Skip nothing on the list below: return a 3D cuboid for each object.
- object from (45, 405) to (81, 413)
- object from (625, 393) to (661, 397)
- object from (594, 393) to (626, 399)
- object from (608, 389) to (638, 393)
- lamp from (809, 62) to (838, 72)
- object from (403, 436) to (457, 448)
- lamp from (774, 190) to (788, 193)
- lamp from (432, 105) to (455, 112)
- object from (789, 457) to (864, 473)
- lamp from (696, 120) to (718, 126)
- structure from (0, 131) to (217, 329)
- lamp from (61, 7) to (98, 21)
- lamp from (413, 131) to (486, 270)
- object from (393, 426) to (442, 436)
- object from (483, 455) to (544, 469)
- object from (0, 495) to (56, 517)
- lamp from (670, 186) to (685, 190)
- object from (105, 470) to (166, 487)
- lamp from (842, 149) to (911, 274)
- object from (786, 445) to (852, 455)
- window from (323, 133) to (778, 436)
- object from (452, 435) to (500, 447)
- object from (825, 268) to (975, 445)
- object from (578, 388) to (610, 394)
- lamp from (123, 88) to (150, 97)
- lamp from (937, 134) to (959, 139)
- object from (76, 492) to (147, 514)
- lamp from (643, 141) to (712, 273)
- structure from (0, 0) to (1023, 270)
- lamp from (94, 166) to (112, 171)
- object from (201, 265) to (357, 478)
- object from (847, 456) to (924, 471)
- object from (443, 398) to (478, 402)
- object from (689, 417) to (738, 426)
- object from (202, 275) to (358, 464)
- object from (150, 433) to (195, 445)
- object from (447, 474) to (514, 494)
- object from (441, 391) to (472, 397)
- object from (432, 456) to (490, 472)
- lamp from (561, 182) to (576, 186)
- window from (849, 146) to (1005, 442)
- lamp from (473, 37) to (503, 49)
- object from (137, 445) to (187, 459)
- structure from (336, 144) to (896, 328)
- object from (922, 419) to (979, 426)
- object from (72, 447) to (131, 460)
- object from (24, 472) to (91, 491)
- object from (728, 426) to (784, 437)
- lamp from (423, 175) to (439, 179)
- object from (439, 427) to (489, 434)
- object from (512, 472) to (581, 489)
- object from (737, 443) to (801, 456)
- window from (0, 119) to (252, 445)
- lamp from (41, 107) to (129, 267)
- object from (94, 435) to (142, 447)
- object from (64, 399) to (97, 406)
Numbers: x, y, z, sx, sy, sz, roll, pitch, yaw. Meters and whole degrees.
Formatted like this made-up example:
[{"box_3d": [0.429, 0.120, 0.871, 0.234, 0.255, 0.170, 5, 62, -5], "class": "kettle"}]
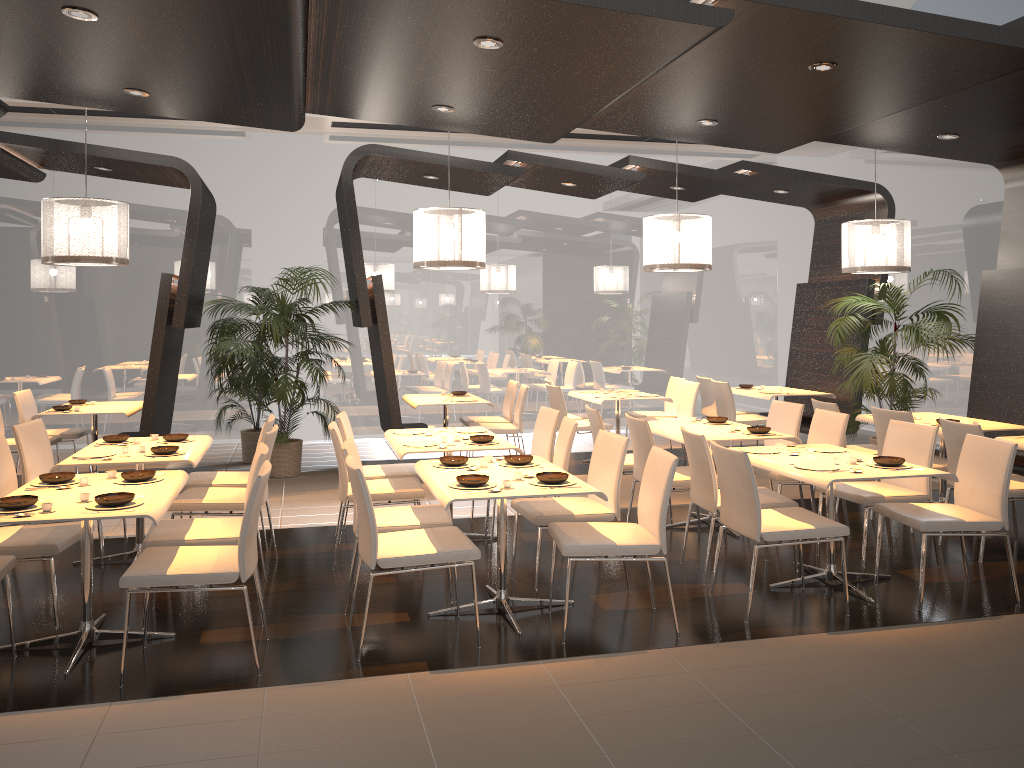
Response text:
[{"box_3d": [-4.060, 0.225, 8.037, 0.303, 0.044, 0.365, -1, 4, -15], "class": "object"}, {"box_3d": [1.380, 0.109, 9.407, 0.335, 0.038, 0.377, -2, 5, -25], "class": "object"}, {"box_3d": [1.043, 0.122, 9.252, 0.335, 0.038, 0.377, -2, 4, -20], "class": "object"}, {"box_3d": [1.249, 0.064, 10.009, 0.335, 0.038, 0.377, -2, 5, -25], "class": "object"}, {"box_3d": [1.821, -1.869, 5.175, 0.161, 0.050, 0.162, -1, 4, -8], "class": "lamp"}, {"box_3d": [-0.540, 0.384, 5.800, 0.335, 0.038, 0.377, -2, 4, -20], "class": "object"}, {"box_3d": [3.072, -2.211, 10.093, 0.161, 0.056, 0.162, -1, 4, -19], "class": "lamp"}, {"box_3d": [-0.482, -1.936, 6.173, 0.160, 0.050, 0.160, -2, 4, -19], "class": "lamp"}, {"box_3d": [1.746, 0.447, 4.861, 0.335, 0.038, 0.377, -2, 4, -20], "class": "object"}, {"box_3d": [1.467, -1.977, 6.643, 0.161, 0.050, 0.162, -1, 4, -8], "class": "lamp"}, {"box_3d": [-5.829, -1.351, 7.935, 5.933, 1.728, 1.403, -1, 2, -14], "class": "structure"}, {"box_3d": [-2.071, -1.787, 4.236, 0.160, 0.050, 0.161, -1, 4, -8], "class": "lamp"}, {"box_3d": [-0.546, -1.968, 7.678, 0.626, 1.930, 0.627, 0, 0, 14], "class": "lamp"}, {"box_3d": [-0.684, 0.340, 6.397, 0.335, 0.038, 0.377, -2, 4, -20], "class": "object"}, {"box_3d": [0.003, 0.435, 5.048, 0.303, 0.044, 0.365, -1, 4, -15], "class": "object"}, {"box_3d": [-2.145, 0.529, 3.877, 0.303, 0.044, 0.365, -1, 4, -15], "class": "object"}, {"box_3d": [1.832, -2.185, 9.794, 0.161, 0.056, 0.162, -1, 4, -19], "class": "lamp"}, {"box_3d": [-1.958, 0.477, 4.570, 0.303, 0.044, 0.365, -1, 4, -15], "class": "object"}, {"box_3d": [3.564, -2.055, 8.669, 0.626, 1.930, 0.627, 0, 0, 18], "class": "lamp"}, {"box_3d": [1.902, 0.395, 5.548, 0.335, 0.038, 0.377, -2, 5, -25], "class": "object"}, {"box_3d": [0.720, -1.337, 11.844, 6.579, 3.981, 0.070, -1, 0, -14], "class": "window"}, {"box_3d": [-0.235, 0.371, 5.919, 0.303, 0.044, 0.365, -1, 4, -15], "class": "object"}, {"box_3d": [3.848, -0.142, 8.810, 1.504, 2.060, 1.563, 0, 1, 0], "class": "object"}, {"box_3d": [0.929, 0.077, 9.850, 0.335, 0.038, 0.377, -2, 4, -20], "class": "object"}, {"box_3d": [-2.425, -1.895, 5.704, 0.160, 0.050, 0.160, -2, 4, -19], "class": "lamp"}, {"box_3d": [3.519, -2.012, 7.138, 0.161, 0.050, 0.162, -1, 4, -8], "class": "lamp"}, {"box_3d": [-1.813, 0.520, 3.975, 0.303, 0.044, 0.365, -1, 4, -15], "class": "object"}, {"box_3d": [1.525, -2.012, 8.178, 0.626, 1.930, 0.627, 0, 0, 14], "class": "lamp"}, {"box_3d": [-0.243, -1.187, 5.435, 10.662, 1.736, 2.907, -1, 3, -14], "class": "structure"}, {"box_3d": [-3.890, -2.064, 8.414, 0.161, 0.056, 0.162, -1, 4, -19], "class": "lamp"}, {"box_3d": [-2.237, -0.113, 8.683, 1.561, 2.060, 1.506, -1, 1, -20], "class": "object"}, {"box_3d": [2.069, 0.436, 4.954, 0.303, 0.044, 0.365, -1, 4, -15], "class": "object"}, {"box_3d": [-0.527, 0.149, 8.946, 0.335, 0.038, 0.377, -2, 5, -25], "class": "object"}, {"box_3d": [1.580, 0.286, 6.978, 0.303, 0.044, 0.365, -1, 4, -15], "class": "object"}, {"box_3d": [-2.706, -0.186, 9.684, 1.561, 2.060, 1.506, 1, 2, 38], "class": "object"}, {"box_3d": [-2.325, 0.368, 6.037, 0.303, 0.044, 0.365, -1, 4, -15], "class": "object"}, {"box_3d": [-0.160, 0.485, 4.377, 0.303, 0.044, 0.365, -1, 4, -15], "class": "object"}, {"box_3d": [-0.603, 0.104, 9.517, 0.303, 0.044, 0.365, -1, 4, -15], "class": "object"}, {"box_3d": [-0.293, 0.441, 4.982, 0.303, 0.044, 0.365, -1, 4, -15], "class": "object"}, {"box_3d": [0.611, -2.159, 9.499, 0.161, 0.056, 0.162, -1, 4, -19], "class": "lamp"}, {"box_3d": [5.369, -1.138, 8.984, 0.070, 3.975, 6.593, 0, 3, -14], "class": "window"}, {"box_3d": [-0.128, -1.828, 4.705, 0.161, 0.050, 0.162, -1, 4, -8], "class": "lamp"}, {"box_3d": [-2.174, 0.411, 5.465, 0.303, 0.044, 0.365, -1, 4, -15], "class": "object"}, {"box_3d": [1.133, -1.498, 9.614, 5.933, 1.728, 1.403, -1, 2, -14], "class": "structure"}, {"box_3d": [3.370, 0.298, 6.744, 0.303, 0.044, 0.365, -1, 4, -15], "class": "object"}, {"box_3d": [-2.491, 0.422, 5.369, 0.335, 0.038, 0.377, -2, 4, -20], "class": "object"}, {"box_3d": [-2.279, 0.484, 4.483, 0.303, 0.044, 0.365, -1, 4, -15], "class": "object"}, {"box_3d": [1.733, 0.333, 6.347, 0.303, 0.044, 0.365, -1, 4, -15], "class": "object"}, {"box_3d": [-0.837, -2.156, 9.150, 0.160, 0.054, 0.161, -1, 4, -8], "class": "lamp"}, {"box_3d": [-0.364, 0.329, 6.527, 0.335, 0.038, 0.377, -2, 5, -25], "class": "object"}, {"box_3d": [0.169, 0.477, 4.478, 0.303, 0.044, 0.365, -1, 4, -15], "class": "object"}, {"box_3d": [1.602, 0.403, 5.457, 0.335, 0.038, 0.377, -2, 4, -20], "class": "object"}, {"box_3d": [-6.279, -1.189, 10.156, 6.579, 3.981, 0.070, -1, 0, -14], "class": "window"}, {"box_3d": [-3.372, -1.908, 6.996, 0.627, 1.930, 0.627, 0, 0, -42], "class": "lamp"}, {"box_3d": [-2.641, 0.375, 5.956, 0.303, 0.044, 0.365, -1, 4, -15], "class": "object"}, {"box_3d": [-4.208, 0.181, 8.626, 0.303, 0.044, 0.365, -2, 4, -20], "class": "object"}]
